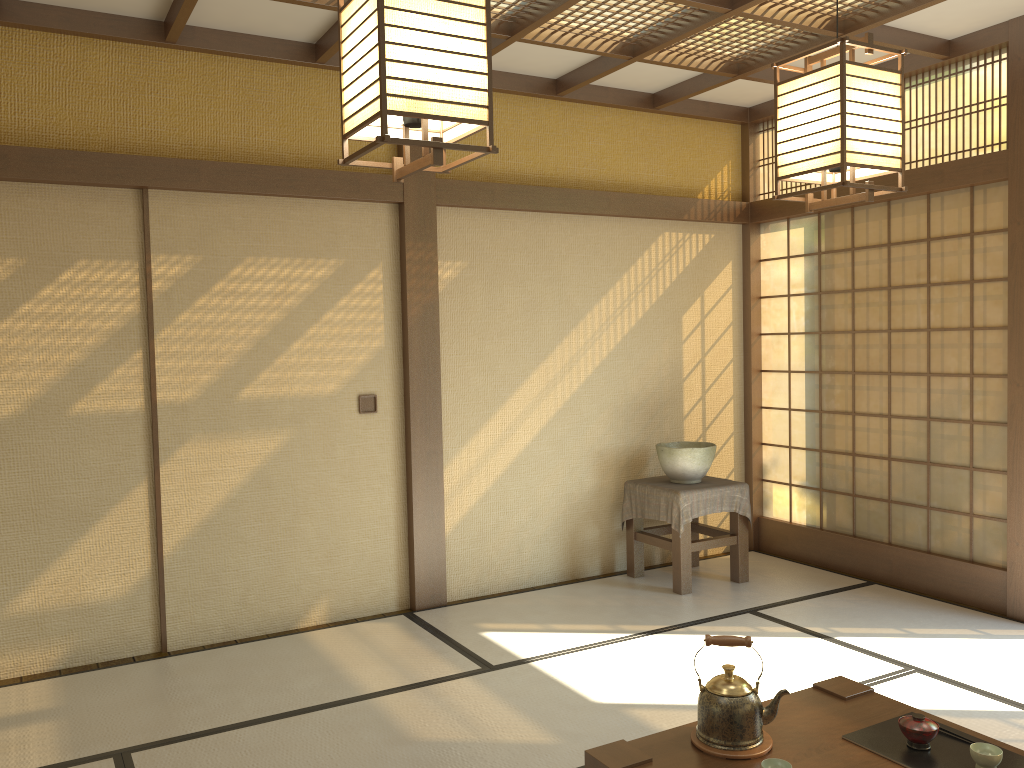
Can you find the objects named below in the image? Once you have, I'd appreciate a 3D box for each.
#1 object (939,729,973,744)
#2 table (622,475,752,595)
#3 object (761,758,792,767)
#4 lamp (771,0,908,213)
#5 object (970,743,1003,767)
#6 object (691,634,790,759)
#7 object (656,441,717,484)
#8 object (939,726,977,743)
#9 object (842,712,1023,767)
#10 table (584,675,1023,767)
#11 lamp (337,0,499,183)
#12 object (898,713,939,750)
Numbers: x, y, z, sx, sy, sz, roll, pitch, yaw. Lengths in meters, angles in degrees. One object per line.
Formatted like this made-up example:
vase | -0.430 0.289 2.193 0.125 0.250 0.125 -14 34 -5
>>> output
object | 1.203 0.963 2.434 0.008 0.008 0.200 -3 3 -33
table | 1.048 0.883 5.363 0.629 0.595 0.633 -3 3 -30
object | 0.652 0.965 2.186 0.073 0.052 0.074 -1 3 14
lamp | 0.821 -1.014 2.239 0.240 1.129 0.240 -3 3 -29
object | 1.200 0.949 2.245 0.073 0.052 0.074 -1 3 14
object | 0.604 0.839 2.439 0.226 0.296 0.219 -3 3 -34
object | 1.046 0.476 5.333 0.358 0.230 0.357 0 3 30
object | 1.219 0.962 2.442 0.008 0.008 0.200 -3 3 -29
object | 1.139 0.975 2.352 0.300 0.007 0.400 -3 3 -29
table | 0.879 1.157 2.208 1.000 0.350 1.000 -3 3 -29
lamp | -0.195 -0.965 1.671 0.240 1.129 0.240 -3 3 -29
object | 1.090 0.929 2.378 0.100 0.080 0.100 -3 3 -29
